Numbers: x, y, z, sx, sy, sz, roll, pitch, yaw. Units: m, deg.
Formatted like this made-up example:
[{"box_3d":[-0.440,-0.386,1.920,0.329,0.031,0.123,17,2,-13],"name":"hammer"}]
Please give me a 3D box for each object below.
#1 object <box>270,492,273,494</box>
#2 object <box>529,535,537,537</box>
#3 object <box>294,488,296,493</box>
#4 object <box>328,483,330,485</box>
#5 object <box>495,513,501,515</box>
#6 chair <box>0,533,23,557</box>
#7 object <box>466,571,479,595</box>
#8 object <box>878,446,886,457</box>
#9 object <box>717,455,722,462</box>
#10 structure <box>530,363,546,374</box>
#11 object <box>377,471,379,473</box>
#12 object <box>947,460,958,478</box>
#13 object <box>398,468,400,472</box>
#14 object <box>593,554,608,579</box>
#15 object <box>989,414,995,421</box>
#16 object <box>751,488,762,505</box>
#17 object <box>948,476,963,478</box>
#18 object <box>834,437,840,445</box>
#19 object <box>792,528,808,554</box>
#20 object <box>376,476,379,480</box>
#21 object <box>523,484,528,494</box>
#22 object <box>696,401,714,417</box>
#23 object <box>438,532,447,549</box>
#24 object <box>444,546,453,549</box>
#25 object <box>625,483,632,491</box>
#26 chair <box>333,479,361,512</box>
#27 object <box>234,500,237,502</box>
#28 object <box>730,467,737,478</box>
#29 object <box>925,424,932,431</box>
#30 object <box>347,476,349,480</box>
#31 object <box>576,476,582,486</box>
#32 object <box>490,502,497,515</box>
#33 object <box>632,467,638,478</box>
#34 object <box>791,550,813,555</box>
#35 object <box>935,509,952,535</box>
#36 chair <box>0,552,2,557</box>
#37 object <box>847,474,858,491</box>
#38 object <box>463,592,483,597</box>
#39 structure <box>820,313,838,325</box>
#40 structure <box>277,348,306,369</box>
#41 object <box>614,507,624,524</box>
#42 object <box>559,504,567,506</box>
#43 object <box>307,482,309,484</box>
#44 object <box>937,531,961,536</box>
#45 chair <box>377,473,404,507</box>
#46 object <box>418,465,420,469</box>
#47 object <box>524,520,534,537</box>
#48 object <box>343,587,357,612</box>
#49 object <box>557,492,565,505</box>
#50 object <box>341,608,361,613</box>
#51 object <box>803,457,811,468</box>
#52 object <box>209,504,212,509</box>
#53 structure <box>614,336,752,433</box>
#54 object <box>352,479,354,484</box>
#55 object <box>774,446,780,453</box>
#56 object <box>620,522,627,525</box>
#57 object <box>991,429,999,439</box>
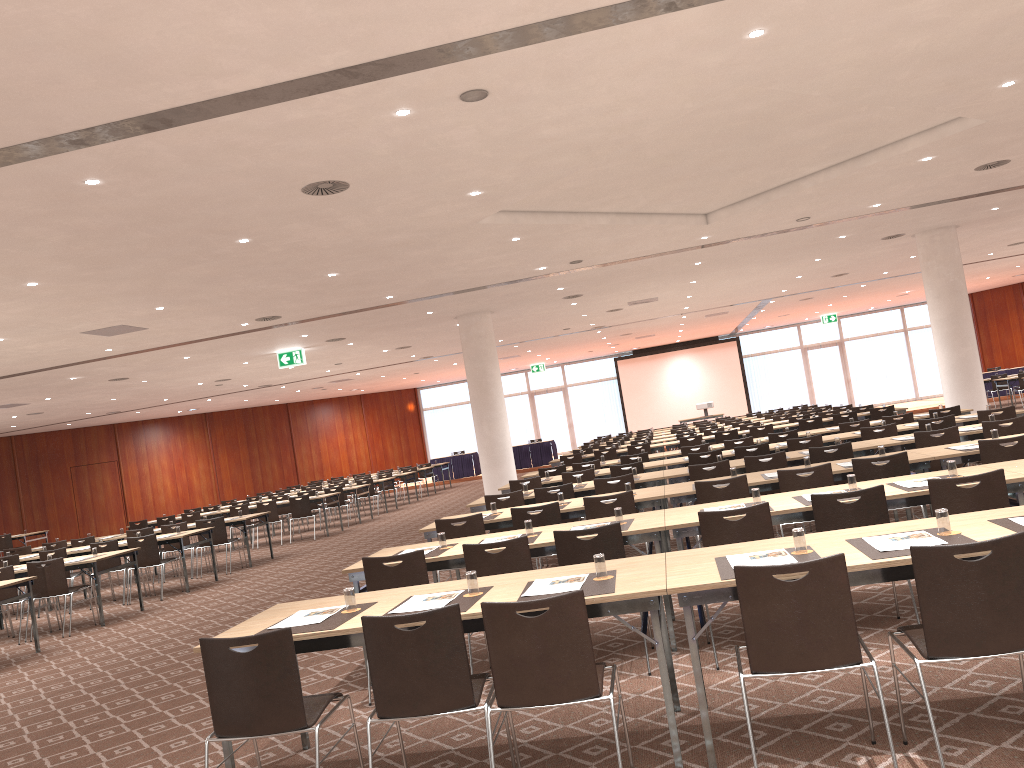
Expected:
[{"box_3d":[-6.295,2.888,23.241,0.054,0.114,0.054,-8,-2,-24],"name":"object"},{"box_3d":[0.136,1.104,6.435,0.102,0.001,0.102,-12,-4,43],"name":"object"},{"box_3d":[-5.661,2.782,23.130,0.054,0.114,0.054,-8,-2,-24],"name":"object"},{"box_3d":[-4.730,2.626,22.974,0.054,0.114,0.054,-9,-2,-2],"name":"object"},{"box_3d":[-0.153,1.252,8.517,0.102,0.001,0.102,-8,-3,-24],"name":"object"},{"box_3d":[-13.580,4.518,24.018,0.536,0.939,0.614,-9,-2,10],"name":"chair"},{"box_3d":[-0.200,1.005,4.481,0.054,0.114,0.054,-11,-3,43],"name":"object"},{"box_3d":[3.309,0.612,7.932,0.054,0.114,0.054,-11,-3,43],"name":"object"},{"box_3d":[2.373,0.868,10.128,0.054,0.114,0.054,-9,-2,-2],"name":"object"},{"box_3d":[1.065,-0.633,36.198,0.587,0.346,0.105,-9,-2,9],"name":"structure"},{"box_3d":[-4.053,2.709,26.910,0.054,0.114,0.054,-9,-2,-2],"name":"object"},{"box_3d":[2.967,0.572,5.976,0.054,0.114,0.054,-9,-2,-2],"name":"object"},{"box_3d":[-3.423,2.603,26.810,0.054,0.114,0.054,-9,-2,-2],"name":"object"},{"box_3d":[0.436,0.898,4.374,0.054,0.114,0.054,-8,-2,-24],"name":"object"},{"box_3d":[5.221,0.390,9.640,0.054,0.114,0.054,-8,-2,-24],"name":"object"},{"box_3d":[1.702,0.784,6.173,0.054,0.114,0.054,-9,-2,-2],"name":"object"},{"box_3d":[2.979,0.628,5.966,0.102,0.001,0.102,-12,-4,43],"name":"object"},{"box_3d":[3.638,0.656,9.906,0.054,0.114,0.054,-11,-3,43],"name":"object"},{"box_3d":[1.363,0.742,4.202,0.054,0.114,0.054,-8,-2,-24],"name":"object"},{"box_3d":[-3.451,2.411,22.759,0.054,0.114,0.054,-9,-2,-2],"name":"object"},{"box_3d":[0.161,1.240,10.502,0.054,0.114,0.054,-9,-2,-2],"name":"object"},{"box_3d":[6.627,0.871,30.378,0.576,0.472,0.614,-9,-3,9],"name":"object"},{"box_3d":[-0.514,1.155,6.546,0.054,0.114,0.054,-9,-2,-2],"name":"object"},{"box_3d":[-0.486,1.209,6.543,0.102,0.001,0.102,-9,-3,-2],"name":"object"},{"box_3d":[1.092,0.985,8.311,0.054,0.114,0.054,-8,-2,-24],"name":"object"},{"box_3d":[-4.597,3.107,24.474,0.536,0.939,0.614,-9,-2,10],"name":"chair"},{"box_3d":[-6.632,2.847,21.272,0.054,0.114,0.054,-11,-3,43],"name":"object"},{"box_3d":[2.037,0.826,8.144,0.054,0.114,0.054,-11,-3,43],"name":"object"},{"box_3d":[4.588,0.497,9.760,0.054,0.114,0.054,-8,-2,-24],"name":"object"},{"box_3d":[-5.002,2.868,27.082,0.054,0.114,0.054,-8,-2,-24],"name":"object"},{"box_3d":[0.788,1.134,10.397,0.054,0.114,0.054,-9,-2,-2],"name":"object"},{"box_3d":[-0.176,1.198,8.533,0.054,0.114,0.054,-11,-3,43],"name":"object"},{"box_3d":[1.422,1.028,10.282,0.054,0.114,0.054,-8,-2,-24],"name":"object"},{"box_3d":[1.377,0.798,4.209,0.102,0.001,0.102,-8,-3,-24],"name":"object"},{"box_3d":[1.993,0.636,4.099,0.054,0.114,0.054,-8,-2,-24],"name":"object"},{"box_3d":[-14.254,4.625,24.005,0.536,0.939,0.614,-9,-2,11],"name":"chair"},{"box_3d":[2.335,0.678,6.086,0.054,0.114,0.054,-9,-2,-2],"name":"object"},{"box_3d":[-0.196,1.062,4.474,0.102,0.001,0.102,-8,-3,-24],"name":"object"},{"box_3d":[12.274,-2.513,34.318,0.587,0.346,0.105,-9,-2,9],"name":"structure"},{"box_3d":[-4.718,-0.546,18.980,0.587,0.346,0.105,-9,-2,9],"name":"structure"},{"box_3d":[0.763,0.941,6.333,0.054,0.114,0.054,-11,-3,43],"name":"object"},{"box_3d":[0.478,1.145,8.406,0.102,0.001,0.102,-9,-3,-2],"name":"object"},{"box_3d":[-6.266,3.080,27.291,0.054,0.114,0.054,-8,-2,-24],"name":"object"},{"box_3d":[2.022,0.690,4.101,0.102,0.001,0.102,-8,-3,-24],"name":"object"},{"box_3d":[-3.344,2.890,24.121,0.536,0.939,0.614,-10,-2,11],"name":"chair"},{"box_3d":[-2.791,2.497,26.706,0.054,0.114,0.054,-9,-2,-2],"name":"object"},{"box_3d":[0.123,1.049,6.454,0.054,0.114,0.054,-10,-2,21],"name":"object"},{"box_3d":[-0.834,1.110,4.572,0.054,0.114,0.054,-8,-2,-24],"name":"object"},{"box_3d":[0.466,1.090,8.419,0.054,0.114,0.054,-8,-2,-24],"name":"object"},{"box_3d":[-0.829,1.168,4.568,0.102,0.001,0.102,-8,-3,-24],"name":"object"},{"box_3d":[2.679,0.718,8.042,0.054,0.114,0.054,-11,-3,43],"name":"object"},{"box_3d":[-7.275,2.954,21.376,0.054,0.114,0.054,-11,-3,43],"name":"object"},{"box_3d":[7.019,0.041,36.647,5.159,3.524,0.395,-9,-2,9],"name":"structure"},{"box_3d":[-4.101,2.520,22.862,0.054,0.114,0.054,-9,-2,-2],"name":"object"},{"box_3d":[3.001,0.763,10.016,0.054,0.114,0.054,-9,-2,-2],"name":"object"},{"box_3d":[0.770,0.998,6.330,0.102,0.001,0.102,-9,-3,-2],"name":"object"},{"box_3d":[4.243,0.456,7.789,0.054,0.114,0.054,-10,-2,21],"name":"object"}]
